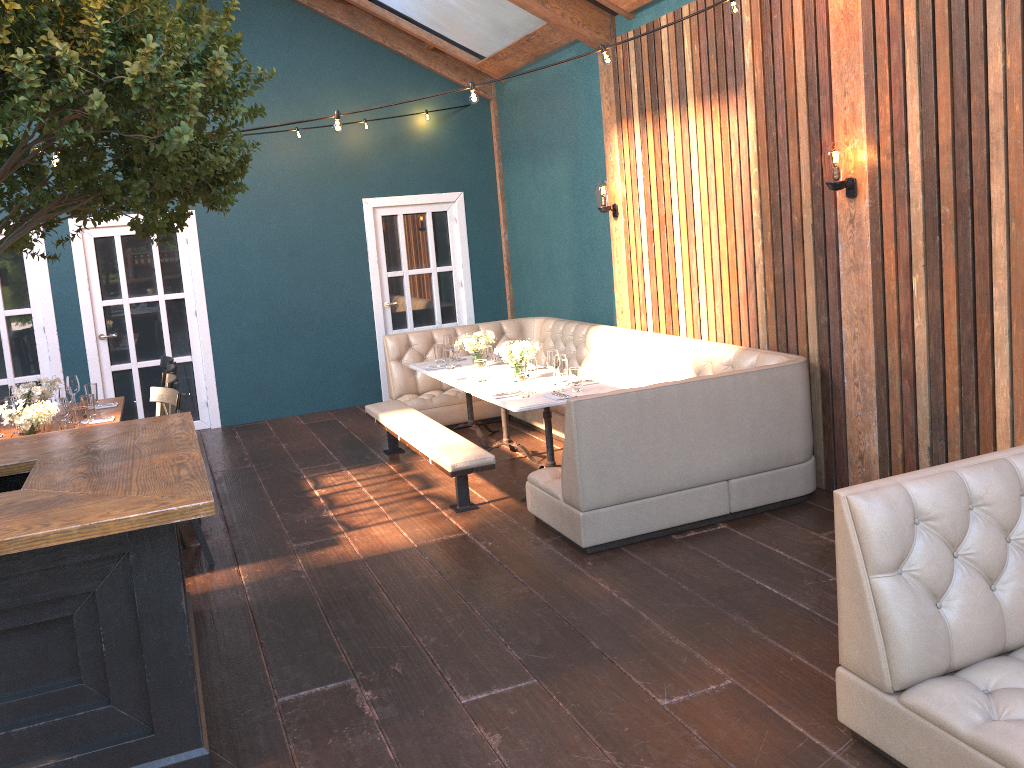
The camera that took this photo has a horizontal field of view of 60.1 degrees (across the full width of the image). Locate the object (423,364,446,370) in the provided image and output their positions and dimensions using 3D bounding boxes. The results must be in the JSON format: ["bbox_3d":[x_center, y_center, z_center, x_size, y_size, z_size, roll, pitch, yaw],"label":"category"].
[{"bbox_3d":[-0.610,-0.148,7.388,0.256,0.019,0.158,-9,11,-21],"label":"object"}]

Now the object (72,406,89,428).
[{"bbox_3d":[-2.711,0.227,5.573,0.091,0.157,0.092,-3,8,15],"label":"object"}]

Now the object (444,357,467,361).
[{"bbox_3d":[-0.493,-0.221,7.740,0.158,0.019,0.256,-9,11,-21],"label":"object"}]

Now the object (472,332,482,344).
[{"bbox_3d":[-0.297,-0.319,7.562,0.092,0.242,0.093,-2,7,21],"label":"object"}]

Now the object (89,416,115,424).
[{"bbox_3d":[-2.794,0.243,5.912,0.256,0.019,0.158,-9,11,-21],"label":"object"}]

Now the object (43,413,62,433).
[{"bbox_3d":[-2.540,0.289,4.906,0.092,0.242,0.093,-1,8,26],"label":"object"}]

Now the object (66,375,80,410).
[{"bbox_3d":[-3.213,0.061,6.488,0.092,0.242,0.093,-2,7,21],"label":"object"}]

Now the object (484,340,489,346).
[{"bbox_3d":[-0.237,-0.299,7.659,0.092,0.157,0.092,-10,9,-35],"label":"object"}]

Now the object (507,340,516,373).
[{"bbox_3d":[0.006,-0.212,6.822,0.092,0.242,0.093,-1,8,26],"label":"object"}]

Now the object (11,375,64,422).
[{"bbox_3d":[-3.249,0.104,6.082,0.330,0.307,0.338,-8,9,-23],"label":"object"}]

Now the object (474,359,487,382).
[{"bbox_3d":[-0.226,-0.098,6.535,0.092,0.157,0.092,-10,9,-35],"label":"object"}]

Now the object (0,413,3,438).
[{"bbox_3d":[-3.280,0.267,5.617,0.092,0.157,0.092,-4,7,5],"label":"object"}]

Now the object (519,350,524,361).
[{"bbox_3d":[0.066,-0.191,6.920,0.092,0.157,0.092,-10,9,-35],"label":"object"}]

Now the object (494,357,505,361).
[{"bbox_3d":[-0.125,-0.216,7.538,0.256,0.019,0.158,-9,11,-21],"label":"object"}]

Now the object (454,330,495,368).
[{"bbox_3d":[-0.289,-0.286,7.192,0.329,0.307,0.339,1,10,33],"label":"object"}]

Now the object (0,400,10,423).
[{"bbox_3d":[-3.528,0.195,6.132,0.092,0.157,0.092,-4,7,5],"label":"object"}]

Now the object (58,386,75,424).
[{"bbox_3d":[-2.983,0.142,5.933,0.092,0.242,0.093,-2,7,21],"label":"object"}]

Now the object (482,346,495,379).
[{"bbox_3d":[-0.173,-0.161,6.622,0.092,0.242,0.093,-1,8,26],"label":"object"}]

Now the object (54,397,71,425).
[{"bbox_3d":[-2.765,0.209,5.456,0.092,0.242,0.093,-1,8,26],"label":"object"}]

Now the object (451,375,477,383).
[{"bbox_3d":[-0.325,-0.043,6.671,0.256,0.019,0.158,-9,11,-21],"label":"object"}]

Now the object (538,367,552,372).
[{"bbox_3d":[0.177,-0.109,6.798,0.256,0.019,0.158,-9,11,-21],"label":"object"}]

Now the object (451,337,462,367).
[{"bbox_3d":[-0.458,-0.266,7.339,0.092,0.242,0.093,-2,7,21],"label":"object"}]

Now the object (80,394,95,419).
[{"bbox_3d":[-2.902,0.155,6.062,0.092,0.157,0.092,-4,7,5],"label":"object"}]

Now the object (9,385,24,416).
[{"bbox_3d":[-3.475,0.132,6.219,0.092,0.242,0.093,-2,7,21],"label":"object"}]

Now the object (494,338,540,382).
[{"bbox_3d":[0.039,-0.177,6.429,0.336,0.307,0.332,-2,9,20],"label":"object"}]

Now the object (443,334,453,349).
[{"bbox_3d":[-0.537,-0.300,7.567,0.092,0.242,0.093,-2,7,21],"label":"object"}]

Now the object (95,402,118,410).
[{"bbox_3d":[-3.016,0.163,6.462,0.256,0.019,0.158,-9,11,-21],"label":"object"}]

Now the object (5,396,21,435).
[{"bbox_3d":[-3.213,0.201,5.708,0.092,0.242,0.093,-2,7,21],"label":"object"}]

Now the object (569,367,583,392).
[{"bbox_3d":[0.426,-0.029,5.846,0.092,0.157,0.092,-10,9,-35],"label":"object"}]

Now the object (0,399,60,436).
[{"bbox_3d":[-2.798,0.233,5.153,0.329,0.307,0.339,-6,9,-6],"label":"object"}]

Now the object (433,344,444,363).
[{"bbox_3d":[-0.627,-0.260,7.629,0.092,0.157,0.092,-10,9,-35],"label":"object"}]

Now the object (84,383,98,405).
[{"bbox_3d":[-3.133,0.078,6.596,0.092,0.157,0.092,-4,7,5],"label":"object"}]

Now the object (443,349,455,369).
[{"bbox_3d":[-0.511,-0.202,7.251,0.092,0.157,0.092,-10,9,-35],"label":"object"}]

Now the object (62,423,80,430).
[{"bbox_3d":[-2.493,0.308,5.019,0.091,0.157,0.092,-3,8,15],"label":"object"}]
